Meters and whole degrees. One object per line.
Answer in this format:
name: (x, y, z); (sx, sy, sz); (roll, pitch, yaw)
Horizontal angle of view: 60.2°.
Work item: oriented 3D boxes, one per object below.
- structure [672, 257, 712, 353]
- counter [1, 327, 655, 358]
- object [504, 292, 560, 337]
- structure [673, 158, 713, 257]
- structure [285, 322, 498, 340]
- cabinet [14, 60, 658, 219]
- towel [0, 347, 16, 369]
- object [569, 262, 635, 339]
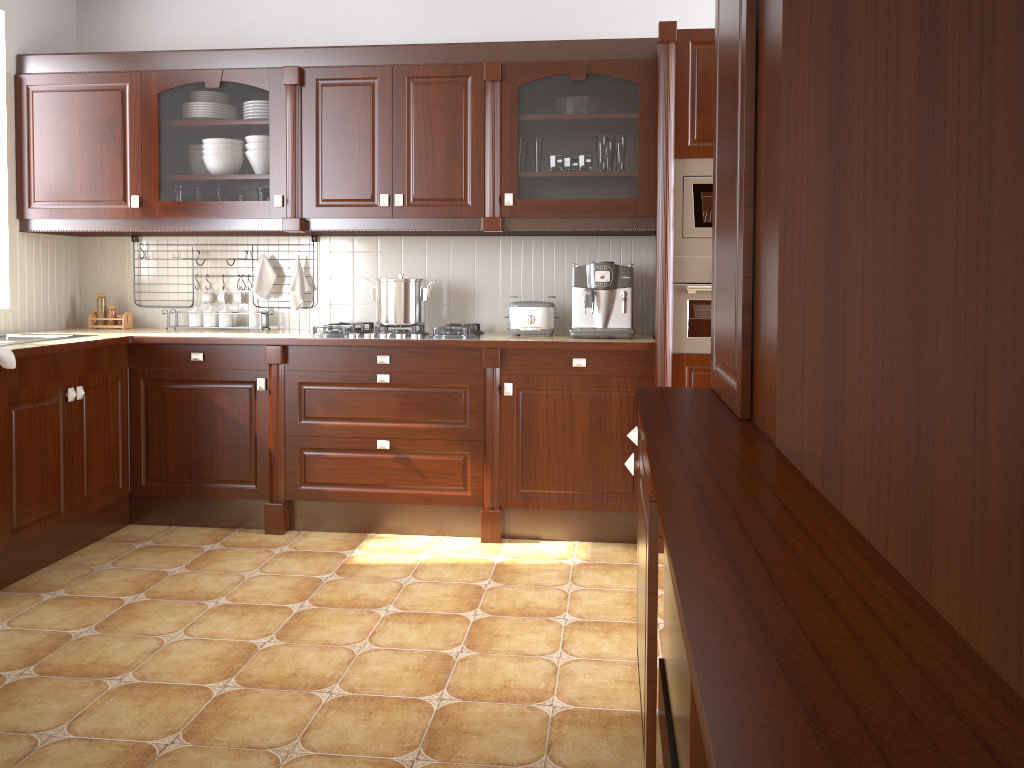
structure: (0.877, -0.304, 3.436); (0.494, 0.374, 0.041); (1, 2, 7)
counter: (-0.854, -0.135, 3.288); (2.782, 0.032, 1.835); (1, 7, 6)
object: (0.086, -0.302, 3.812); (0.243, 0.188, 0.141); (1, 4, 7)
structure: (0.895, -0.702, 3.578); (0.495, 0.384, 0.318); (1, 4, 7)
structure: (-0.497, -0.235, 3.857); (0.816, 0.046, 0.594); (1, 7, 6)
cabinet: (-0.873, -0.957, 3.057); (2.780, 0.776, 1.376); (1, 6, 6)
towel: (-1.771, -0.090, 2.803); (0.344, 0.097, 0.331); (-3, 7, -30)
object: (0.386, -0.361, 3.766); (0.274, 0.320, 0.325); (1, 4, 6)
